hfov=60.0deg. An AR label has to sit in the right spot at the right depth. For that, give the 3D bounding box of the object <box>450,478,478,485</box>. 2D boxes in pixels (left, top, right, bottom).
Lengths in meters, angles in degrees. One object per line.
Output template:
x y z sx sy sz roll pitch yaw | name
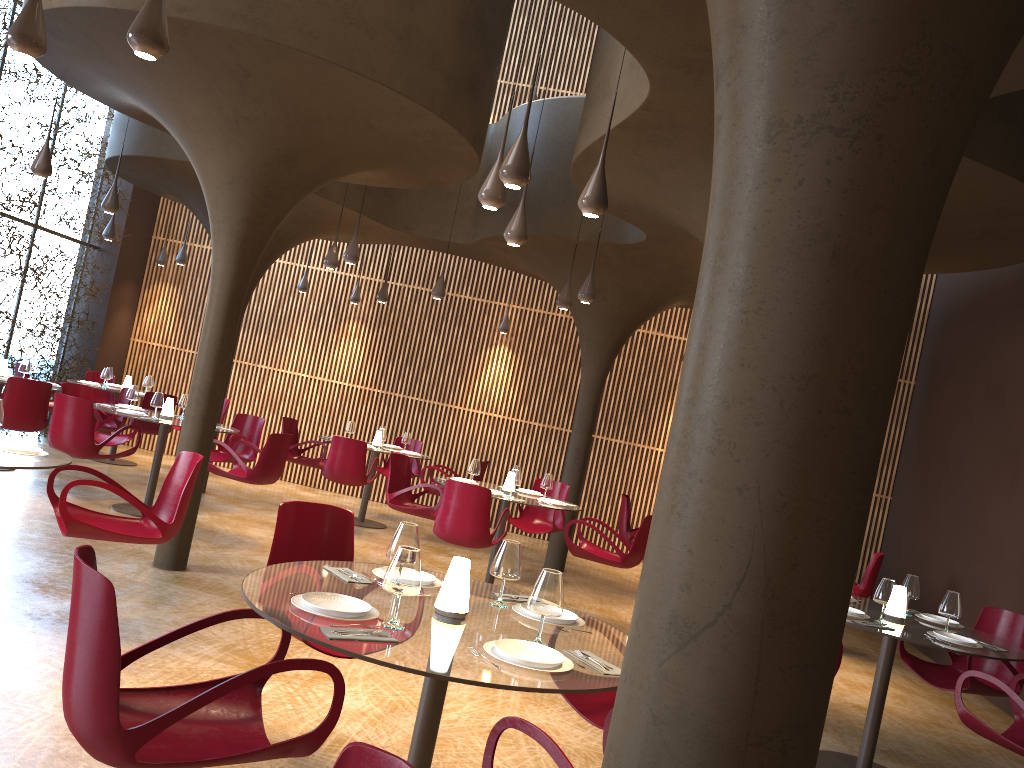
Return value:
-0.541 1.100 10.001 0.331 0.014 0.333 10 -2 34 | object

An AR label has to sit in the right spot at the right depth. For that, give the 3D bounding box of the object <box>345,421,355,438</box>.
-2.334 0.684 12.770 0.142 0.295 0.141 12 -1 -20 | object

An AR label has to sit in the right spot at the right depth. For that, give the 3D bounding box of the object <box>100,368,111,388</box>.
-6.177 -0.094 13.465 0.142 0.295 0.142 12 -1 7 | object

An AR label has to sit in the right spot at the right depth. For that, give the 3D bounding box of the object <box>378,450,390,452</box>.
-1.779 0.930 12.275 0.126 0.017 0.262 11 -2 13 | object

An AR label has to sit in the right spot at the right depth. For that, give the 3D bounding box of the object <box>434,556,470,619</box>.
-0.230 0.831 3.642 0.142 0.232 0.144 12 -1 -32 | object

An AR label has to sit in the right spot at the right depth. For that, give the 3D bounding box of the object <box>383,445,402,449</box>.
-1.809 0.956 13.402 0.331 0.014 0.332 12 -2 6 | object

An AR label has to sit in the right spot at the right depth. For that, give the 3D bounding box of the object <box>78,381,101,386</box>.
-6.433 -0.007 13.485 0.332 0.014 0.331 12 -2 -11 | object

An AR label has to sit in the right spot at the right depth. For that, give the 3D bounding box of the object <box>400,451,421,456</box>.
-1.473 1.005 12.810 0.331 0.014 0.333 11 -2 31 | object

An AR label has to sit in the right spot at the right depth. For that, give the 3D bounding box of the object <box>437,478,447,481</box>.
-0.679 1.069 9.733 0.261 0.017 0.127 11 -2 24 | object

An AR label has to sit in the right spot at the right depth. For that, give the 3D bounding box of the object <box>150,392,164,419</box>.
-3.982 0.240 9.942 0.142 0.295 0.142 12 -1 -1 | object

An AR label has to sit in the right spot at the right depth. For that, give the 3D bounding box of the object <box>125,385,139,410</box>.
-4.415 0.162 10.301 0.142 0.295 0.141 13 -1 -44 | object

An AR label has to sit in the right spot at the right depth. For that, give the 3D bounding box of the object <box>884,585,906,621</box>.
2.717 1.539 6.246 0.145 0.232 0.142 12 -1 -35 | object

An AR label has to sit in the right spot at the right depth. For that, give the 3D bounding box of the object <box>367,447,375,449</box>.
-2.062 0.866 12.359 0.332 0.014 0.332 12 -2 -3 | object

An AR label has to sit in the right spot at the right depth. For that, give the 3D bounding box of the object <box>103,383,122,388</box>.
-6.379 0.031 14.227 0.332 0.014 0.332 12 -2 0 | object

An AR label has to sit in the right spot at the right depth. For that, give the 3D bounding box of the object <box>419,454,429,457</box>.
-1.367 1.045 13.091 0.261 0.017 0.127 11 -2 18 | object

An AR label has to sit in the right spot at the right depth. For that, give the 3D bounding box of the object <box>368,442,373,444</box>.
-2.100 0.905 13.465 0.126 0.017 0.262 11 -2 9 | object

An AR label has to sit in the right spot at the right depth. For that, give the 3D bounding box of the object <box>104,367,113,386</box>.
-6.377 -0.117 13.997 0.142 0.295 0.142 12 -1 8 | object

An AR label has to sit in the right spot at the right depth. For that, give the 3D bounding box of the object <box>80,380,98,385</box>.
-6.431 -0.016 13.485 0.263 0.029 0.263 12 -2 -5 | object

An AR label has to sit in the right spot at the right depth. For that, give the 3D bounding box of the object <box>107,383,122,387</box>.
-6.377 0.022 14.227 0.264 0.029 0.262 13 -3 -39 | object

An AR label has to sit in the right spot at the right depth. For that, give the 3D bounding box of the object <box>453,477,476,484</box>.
-0.539 1.091 10.001 0.263 0.029 0.263 11 -2 15 | object

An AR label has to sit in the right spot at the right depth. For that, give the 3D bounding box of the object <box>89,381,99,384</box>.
-6.630 -0.020 14.065 0.127 0.017 0.261 13 -2 -36 | object

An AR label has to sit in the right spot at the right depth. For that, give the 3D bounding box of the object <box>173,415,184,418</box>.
-4.066 0.405 10.938 0.126 0.017 0.262 11 -2 19 | object

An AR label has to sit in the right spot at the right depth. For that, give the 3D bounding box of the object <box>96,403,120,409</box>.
-4.672 0.254 10.246 0.261 0.017 0.127 11 -2 24 | object

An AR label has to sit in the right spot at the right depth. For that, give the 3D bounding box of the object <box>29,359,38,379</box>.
-6.234 -0.175 11.506 0.142 0.295 0.141 12 -1 -42 | object

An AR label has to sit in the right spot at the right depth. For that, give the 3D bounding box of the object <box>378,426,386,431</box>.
-1.958 0.780 13.256 0.142 0.295 0.142 12 -1 8 | object

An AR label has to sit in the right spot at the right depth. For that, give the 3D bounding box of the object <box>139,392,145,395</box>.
-5.696 0.136 13.444 0.263 0.029 0.263 12 -2 1 | object

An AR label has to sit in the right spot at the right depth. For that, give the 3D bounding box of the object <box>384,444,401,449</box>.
-1.807 0.947 13.402 0.262 0.029 0.263 11 -2 18 | object

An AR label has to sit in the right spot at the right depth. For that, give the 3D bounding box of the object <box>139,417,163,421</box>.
-3.952 0.385 9.710 0.126 0.017 0.262 11 -2 23 | object

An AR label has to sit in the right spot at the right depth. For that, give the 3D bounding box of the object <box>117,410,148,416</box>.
-4.217 0.327 9.843 0.332 0.014 0.332 12 -2 1 | object

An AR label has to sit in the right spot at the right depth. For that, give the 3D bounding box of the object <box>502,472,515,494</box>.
-0.022 1.095 9.847 0.142 0.232 0.144 12 -1 -17 | object

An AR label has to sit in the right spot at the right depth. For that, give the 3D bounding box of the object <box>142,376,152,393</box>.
-5.628 0.028 13.674 0.142 0.295 0.141 12 -1 -33 | object

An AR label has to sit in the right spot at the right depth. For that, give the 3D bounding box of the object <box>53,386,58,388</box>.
-6.030 0.008 11.498 0.409 0.012 0.205 10 -3 44 | object

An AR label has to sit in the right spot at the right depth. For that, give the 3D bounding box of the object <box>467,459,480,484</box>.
-0.422 0.978 9.788 0.142 0.295 0.141 13 -1 -44 | object

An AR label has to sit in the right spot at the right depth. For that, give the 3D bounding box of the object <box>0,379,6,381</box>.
-6.149 -0.042 10.828 0.331 0.014 0.332 11 -2 17 | object

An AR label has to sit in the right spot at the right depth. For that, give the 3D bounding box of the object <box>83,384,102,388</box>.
-6.269 0.026 13.234 0.262 0.017 0.126 13 -2 -37 | object

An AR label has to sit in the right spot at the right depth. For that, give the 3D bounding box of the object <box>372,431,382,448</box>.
-1.950 0.800 12.900 0.142 0.232 0.144 12 -1 -7 | object

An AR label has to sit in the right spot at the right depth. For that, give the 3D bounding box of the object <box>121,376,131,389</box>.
-6.002 -0.013 13.840 0.145 0.232 0.142 12 -1 -17 | object

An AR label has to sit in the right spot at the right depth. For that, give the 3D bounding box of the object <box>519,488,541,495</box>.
0.204 1.257 10.312 0.263 0.029 0.263 11 -2 9 | object

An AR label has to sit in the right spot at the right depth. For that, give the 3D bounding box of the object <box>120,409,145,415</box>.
-4.215 0.318 9.843 0.263 0.029 0.263 11 -2 17 | object

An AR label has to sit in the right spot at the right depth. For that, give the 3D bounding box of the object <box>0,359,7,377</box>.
-6.453 -0.200 11.224 0.142 0.232 0.144 12 -1 -27 | object

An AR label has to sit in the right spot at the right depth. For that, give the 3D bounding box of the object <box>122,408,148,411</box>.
-4.532 0.286 10.518 0.204 0.012 0.411 11 -2 20 | object

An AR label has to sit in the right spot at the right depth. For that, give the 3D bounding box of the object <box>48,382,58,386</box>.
-6.032 -0.003 11.501 0.263 0.029 0.263 12 -2 1 | object

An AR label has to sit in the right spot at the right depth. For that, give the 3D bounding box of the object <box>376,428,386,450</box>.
-1.847 0.776 12.494 0.142 0.295 0.142 12 -1 0 | object

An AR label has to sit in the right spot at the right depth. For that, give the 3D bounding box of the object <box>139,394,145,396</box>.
-5.697 0.145 13.444 0.331 0.014 0.332 11 -2 26 | object

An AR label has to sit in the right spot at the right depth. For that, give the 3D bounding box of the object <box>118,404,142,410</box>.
-4.531 0.275 10.514 0.263 0.029 0.263 12 -2 9 | object

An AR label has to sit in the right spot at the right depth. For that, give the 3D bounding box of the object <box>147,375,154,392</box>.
-5.782 0.012 14.122 0.141 0.295 0.142 11 -1 25 | object

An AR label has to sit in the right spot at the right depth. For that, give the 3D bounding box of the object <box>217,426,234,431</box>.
-3.408 0.525 10.440 0.261 0.017 0.127 11 -2 28 | object

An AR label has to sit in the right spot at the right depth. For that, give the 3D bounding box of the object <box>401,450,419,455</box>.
-1.471 0.996 12.810 0.263 0.029 0.263 12 -2 -14 | object

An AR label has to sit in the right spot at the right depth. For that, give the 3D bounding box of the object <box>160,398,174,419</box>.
-4.015 0.279 10.359 0.143 0.232 0.144 12 -1 -37 | object

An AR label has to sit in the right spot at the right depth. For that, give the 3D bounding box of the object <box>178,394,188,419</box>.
-3.961 0.271 10.713 0.142 0.295 0.142 12 -1 -5 | object

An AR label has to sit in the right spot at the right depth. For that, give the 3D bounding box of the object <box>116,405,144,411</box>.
-4.533 0.285 10.514 0.331 0.014 0.333 10 -2 34 | object

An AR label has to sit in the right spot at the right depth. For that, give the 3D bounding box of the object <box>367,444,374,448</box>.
-2.060 0.857 12.359 0.263 0.029 0.263 11 -2 13 | object

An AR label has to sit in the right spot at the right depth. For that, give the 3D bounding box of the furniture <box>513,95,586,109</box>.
0.568 -2.974 11.387 0.903 1.047 2.525 13 -2 -41 | furniture

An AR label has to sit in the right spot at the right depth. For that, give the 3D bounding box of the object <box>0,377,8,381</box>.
-6.147 -0.051 10.828 0.264 0.029 0.262 13 -2 -32 | object

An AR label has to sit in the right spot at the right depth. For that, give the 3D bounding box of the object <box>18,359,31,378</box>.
-6.080 -0.159 11.059 0.141 0.295 0.142 11 -1 23 | object

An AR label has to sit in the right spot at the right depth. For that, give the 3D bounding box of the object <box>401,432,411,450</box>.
-1.558 0.855 13.014 0.142 0.295 0.141 12 -1 -39 | object

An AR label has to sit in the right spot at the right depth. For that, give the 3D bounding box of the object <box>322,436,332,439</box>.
-2.578 0.777 12.676 0.261 0.017 0.127 11 -2 14 | object
